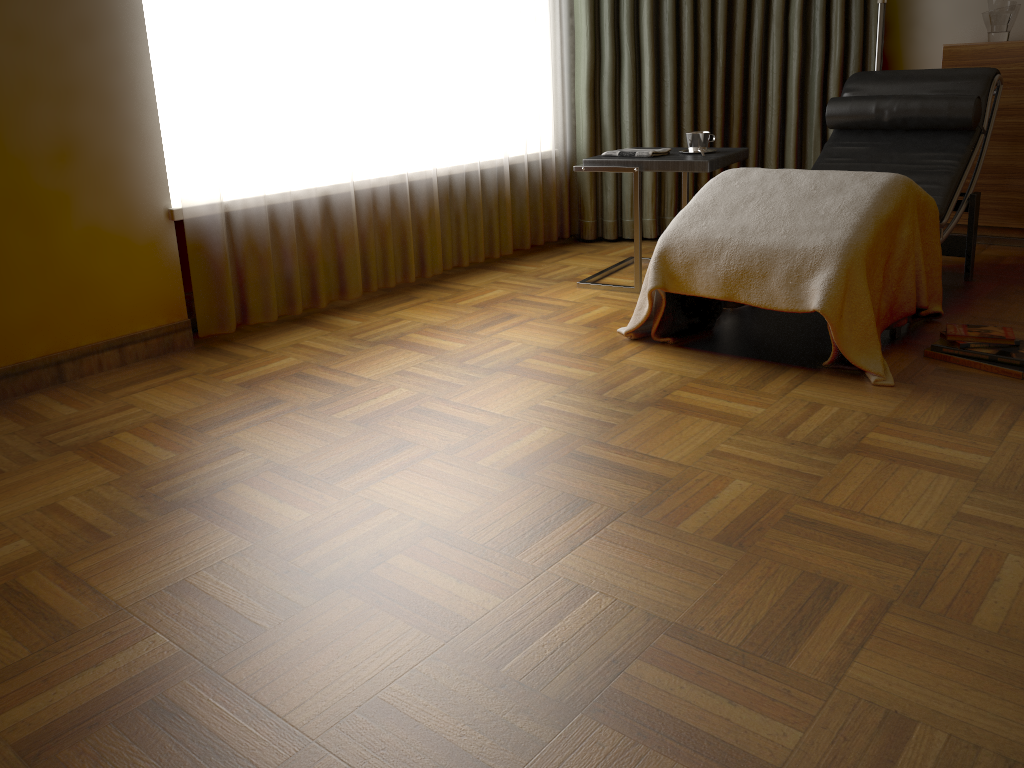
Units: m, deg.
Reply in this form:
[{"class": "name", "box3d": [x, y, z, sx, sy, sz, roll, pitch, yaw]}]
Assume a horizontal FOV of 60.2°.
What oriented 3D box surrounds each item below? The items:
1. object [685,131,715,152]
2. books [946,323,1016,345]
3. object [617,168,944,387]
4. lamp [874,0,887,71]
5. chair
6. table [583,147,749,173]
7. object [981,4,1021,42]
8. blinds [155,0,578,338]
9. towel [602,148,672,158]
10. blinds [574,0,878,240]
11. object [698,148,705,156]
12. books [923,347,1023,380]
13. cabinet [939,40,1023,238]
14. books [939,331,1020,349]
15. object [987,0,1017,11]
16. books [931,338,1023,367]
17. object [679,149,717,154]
[{"class": "object", "box3d": [0.744, -0.964, 3.521, 0.099, 0.077, 0.112, 13, 23, 39]}, {"class": "books", "box3d": [1.358, -0.147, 2.566, 0.173, 0.017, 0.126, 6, 21, 23]}, {"class": "object", "box3d": [0.896, -0.420, 2.865, 0.925, 0.508, 0.923, 13, 24, 38]}, {"class": "lamp", "box3d": [1.334, -1.317, 3.326, 0.456, 1.922, 1.435, 11, 22, 42]}, {"class": "chair", "box3d": [1.239, -0.711, 3.206, 0.641, 0.779, 1.817, 11, 23, 38]}, {"class": "table", "box3d": [0.628, -0.910, 3.570, 0.520, 0.044, 0.509, 9, 23, 30]}, {"class": "object", "box3d": [2.195, -1.621, 3.976, 0.156, 0.151, 0.159, -3, 17, -3]}, {"class": "blinds", "box3d": [-0.398, -1.544, 3.488, 0.093, 2.238, 2.231, 10, 21, 38]}, {"class": "towel", "box3d": [0.505, -0.926, 3.538, 0.243, 0.034, 0.181, 15, 26, 41]}, {"class": "blinds", "box3d": [1.051, -1.955, 4.284, 1.533, 2.397, 0.229, -4, 15, -5]}, {"class": "object", "box3d": [0.737, -0.899, 3.426, 0.029, 0.019, 0.126, 0, 20, 9]}, {"class": "books", "box3d": [1.374, -0.080, 2.544, 0.202, 0.022, 0.284, -16, 23, -33]}, {"class": "cabinet", "box3d": [2.742, -1.033, 3.732, 1.688, 0.842, 0.422, 13, 22, 39]}, {"class": "books", "box3d": [1.361, -0.132, 2.577, 0.173, 0.017, 0.126, -3, 19, 0]}, {"class": "object", "box3d": [2.193, -1.658, 3.966, 0.122, 0.146, 0.125, 4, 18, 21]}, {"class": "books", "box3d": [1.383, -0.104, 2.552, 0.267, 0.019, 0.192, 16, 26, 42]}, {"class": "object", "box3d": [0.741, -0.928, 3.526, 0.152, 0.009, 0.151, -20, 26, -41]}]
